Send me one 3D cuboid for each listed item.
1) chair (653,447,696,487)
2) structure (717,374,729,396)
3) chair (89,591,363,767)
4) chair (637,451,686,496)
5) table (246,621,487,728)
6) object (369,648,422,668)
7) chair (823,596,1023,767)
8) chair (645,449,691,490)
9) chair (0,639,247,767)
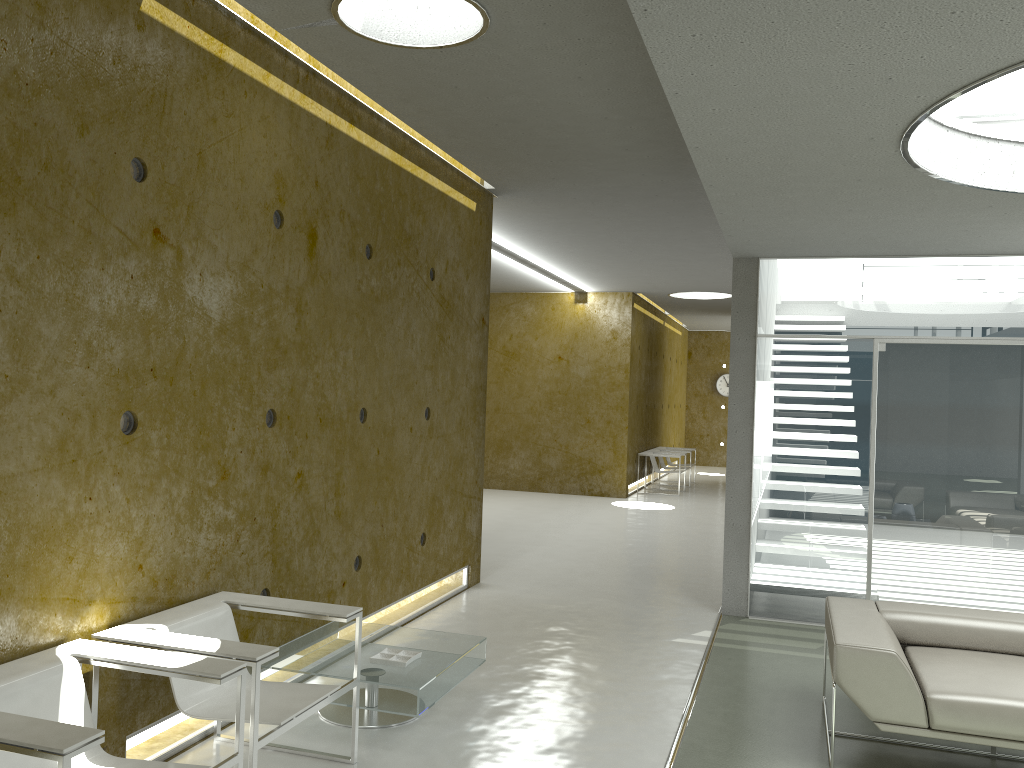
[{"bbox_3d":[3.096,1.563,16.885,0.710,0.667,0.800,2,-1,18],"label":"chair"},{"bbox_3d":[5.204,0.032,21.360,0.547,0.539,0.016,2,-1,18],"label":"structure"},{"bbox_3d":[-1.117,1.284,3.568,0.710,0.667,0.800,2,-1,18],"label":"chair"},{"bbox_3d":[2.579,1.528,15.253,0.710,0.667,0.800,2,-1,18],"label":"chair"},{"bbox_3d":[-0.706,1.491,4.483,0.900,0.300,0.900,2,-1,18],"label":"table"},{"bbox_3d":[-0.564,1.329,4.304,0.197,0.029,0.189,2,-1,18],"label":"object"},{"bbox_3d":[2.253,1.447,4.132,1.481,0.583,1.039,2,-1,18],"label":"chair"},{"bbox_3d":[2.838,1.546,16.069,0.710,0.667,0.800,2,-1,18],"label":"chair"},{"bbox_3d":[-1.375,1.267,2.751,0.710,0.667,0.800,2,-1,18],"label":"chair"}]
